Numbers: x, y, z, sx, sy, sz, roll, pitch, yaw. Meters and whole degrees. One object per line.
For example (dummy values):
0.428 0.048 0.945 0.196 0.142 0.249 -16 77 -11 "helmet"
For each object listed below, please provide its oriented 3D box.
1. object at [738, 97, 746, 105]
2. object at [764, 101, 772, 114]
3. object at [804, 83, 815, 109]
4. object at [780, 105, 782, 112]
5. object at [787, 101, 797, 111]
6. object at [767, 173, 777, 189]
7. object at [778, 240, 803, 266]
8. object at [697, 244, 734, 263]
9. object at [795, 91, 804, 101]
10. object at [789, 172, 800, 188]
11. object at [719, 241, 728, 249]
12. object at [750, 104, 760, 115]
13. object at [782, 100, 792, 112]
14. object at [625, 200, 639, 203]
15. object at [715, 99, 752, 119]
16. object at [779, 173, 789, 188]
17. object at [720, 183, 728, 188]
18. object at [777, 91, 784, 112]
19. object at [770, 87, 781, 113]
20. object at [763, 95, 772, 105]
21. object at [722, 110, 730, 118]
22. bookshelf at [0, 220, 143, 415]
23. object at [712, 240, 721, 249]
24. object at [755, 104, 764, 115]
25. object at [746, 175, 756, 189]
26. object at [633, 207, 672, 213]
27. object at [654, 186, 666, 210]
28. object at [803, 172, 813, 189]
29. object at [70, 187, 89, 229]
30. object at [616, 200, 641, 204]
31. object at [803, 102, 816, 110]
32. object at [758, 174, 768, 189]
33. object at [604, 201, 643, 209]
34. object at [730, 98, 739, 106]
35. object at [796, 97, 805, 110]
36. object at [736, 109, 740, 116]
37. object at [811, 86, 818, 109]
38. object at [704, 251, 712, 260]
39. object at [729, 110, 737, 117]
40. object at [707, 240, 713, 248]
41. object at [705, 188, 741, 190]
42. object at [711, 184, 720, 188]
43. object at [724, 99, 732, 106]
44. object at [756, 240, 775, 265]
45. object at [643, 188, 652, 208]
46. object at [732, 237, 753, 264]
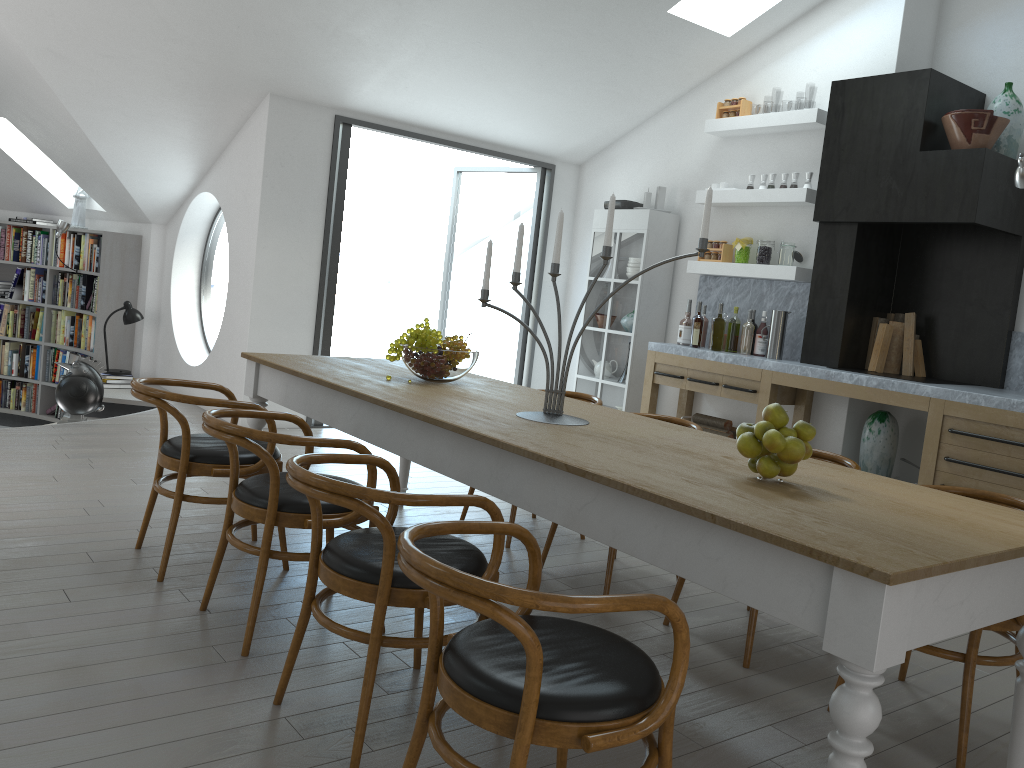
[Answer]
1.727 -2.115 6.659 0.058 0.075 0.059 5 5 -15 "object"
1.847 -1.986 6.401 0.071 0.098 0.071 8 5 16 "object"
2.049 -1.977 6.114 0.063 0.186 0.063 8 5 20 "object"
1.912 -1.983 6.465 0.093 0.093 0.095 6 5 -5 "object"
1.989 -1.948 6.262 0.077 0.085 0.077 6 5 -5 "object"
1.870 -1.453 6.377 0.064 0.124 0.068 2 7 -44 "object"
1.960 -0.916 6.254 0.207 0.177 0.103 5 5 -16 "object"
1.561 -1.001 6.796 0.120 0.146 0.238 2 7 -38 "object"
2.041 -1.989 6.305 0.048 0.169 0.048 4 5 -30 "object"
1.987 -1.424 6.232 0.064 0.124 0.068 2 7 -44 "object"
1.608 -1.053 6.741 0.058 0.075 0.059 5 5 -15 "object"
1.797 -2.012 6.562 0.082 0.105 0.082 8 5 20 "object"
1.965 -1.970 6.343 0.082 0.105 0.082 8 5 20 "object"
0.954 -1.474 7.448 0.170 0.119 0.171 2 7 -38 "object"
1.680 -2.063 6.714 0.120 0.146 0.238 2 7 -38 "object"
1.938 -1.438 6.311 0.064 0.124 0.068 2 7 -44 "object"
1.612 -1.496 6.745 0.054 0.071 0.054 2 6 -38 "object"
1.919 -2.017 6.385 0.054 0.178 0.054 9 5 28 "object"
1.882 -2.019 6.333 0.063 0.186 0.063 8 5 20 "object"
1.873 -2.032 6.524 0.048 0.169 0.048 4 5 -30 "object"
1.636 -2.050 6.771 0.058 0.075 0.059 5 5 -15 "object"
-5.935 -0.681 7.947 4.330 1.876 2.115 2 7 -38 "bookshelf"
1.567 -1.063 6.793 0.058 0.075 0.059 5 5 -15 "object"
1.822 -1.990 6.481 0.077 0.085 0.077 6 5 -5 "object"
1.763 -1.482 6.541 0.064 0.124 0.068 2 7 -44 "object"
1.141 -1.405 7.208 0.294 0.025 0.151 5 6 -14 "object"
1.203 -1.497 7.211 0.072 0.210 0.071 5 5 -14 "object"
2.054 -1.407 6.145 0.064 0.124 0.068 2 7 -44 "object"
-4.237 -1.755 8.689 0.179 0.471 0.179 4 5 -29 "object"
0.953 -1.465 7.449 0.238 0.119 0.239 2 7 -38 "object"
2.080 -1.941 6.246 0.093 0.093 0.095 6 5 -5 "object"
1.830 -1.465 6.454 0.064 0.124 0.068 2 7 -44 "object"
0.952 -1.456 7.450 0.298 0.119 0.299 2 7 -38 "object"
1.686 -2.125 6.712 0.058 0.075 0.059 5 5 -15 "object"
2.014 -1.944 6.182 0.071 0.098 0.071 8 5 16 "object"
1.717 -2.030 6.665 0.058 0.075 0.059 5 5 -15 "object"
2.086 -1.975 6.166 0.054 0.178 0.054 9 5 28 "object"
1.517 -0.988 6.853 0.058 0.075 0.059 5 5 -15 "object"
1.677 -2.040 6.718 0.058 0.075 0.059 5 5 -15 "object"
1.527 -1.073 6.846 0.058 0.075 0.059 5 5 -15 "object"
1.609 -1.469 6.747 0.113 0.025 0.296 2 8 -38 "object"
1.568 -1.502 6.805 0.057 0.061 0.058 2 7 -38 "object"
1.646 -2.135 6.765 0.058 0.075 0.059 5 5 -15 "object"
1.829 -0.951 6.422 0.120 0.182 0.120 4 5 -23 "object"
1.098 -1.499 7.188 0.054 0.196 0.054 5 5 -13 "object"
1.707 -0.988 6.578 0.128 0.199 0.164 2 7 -43 "object"
